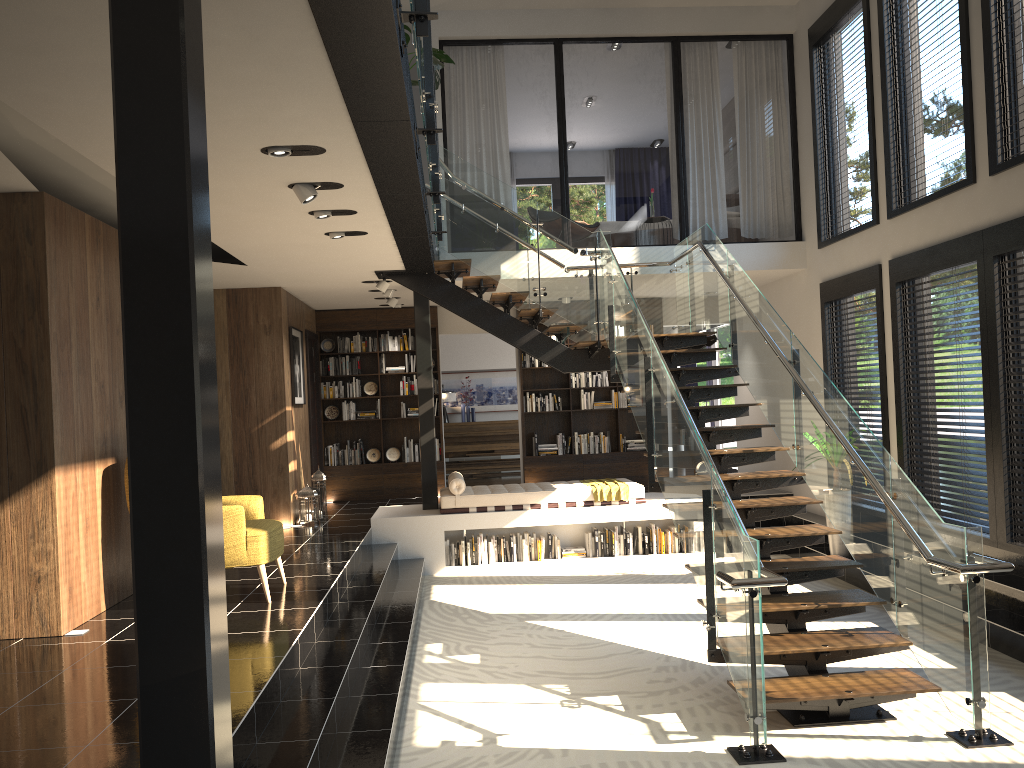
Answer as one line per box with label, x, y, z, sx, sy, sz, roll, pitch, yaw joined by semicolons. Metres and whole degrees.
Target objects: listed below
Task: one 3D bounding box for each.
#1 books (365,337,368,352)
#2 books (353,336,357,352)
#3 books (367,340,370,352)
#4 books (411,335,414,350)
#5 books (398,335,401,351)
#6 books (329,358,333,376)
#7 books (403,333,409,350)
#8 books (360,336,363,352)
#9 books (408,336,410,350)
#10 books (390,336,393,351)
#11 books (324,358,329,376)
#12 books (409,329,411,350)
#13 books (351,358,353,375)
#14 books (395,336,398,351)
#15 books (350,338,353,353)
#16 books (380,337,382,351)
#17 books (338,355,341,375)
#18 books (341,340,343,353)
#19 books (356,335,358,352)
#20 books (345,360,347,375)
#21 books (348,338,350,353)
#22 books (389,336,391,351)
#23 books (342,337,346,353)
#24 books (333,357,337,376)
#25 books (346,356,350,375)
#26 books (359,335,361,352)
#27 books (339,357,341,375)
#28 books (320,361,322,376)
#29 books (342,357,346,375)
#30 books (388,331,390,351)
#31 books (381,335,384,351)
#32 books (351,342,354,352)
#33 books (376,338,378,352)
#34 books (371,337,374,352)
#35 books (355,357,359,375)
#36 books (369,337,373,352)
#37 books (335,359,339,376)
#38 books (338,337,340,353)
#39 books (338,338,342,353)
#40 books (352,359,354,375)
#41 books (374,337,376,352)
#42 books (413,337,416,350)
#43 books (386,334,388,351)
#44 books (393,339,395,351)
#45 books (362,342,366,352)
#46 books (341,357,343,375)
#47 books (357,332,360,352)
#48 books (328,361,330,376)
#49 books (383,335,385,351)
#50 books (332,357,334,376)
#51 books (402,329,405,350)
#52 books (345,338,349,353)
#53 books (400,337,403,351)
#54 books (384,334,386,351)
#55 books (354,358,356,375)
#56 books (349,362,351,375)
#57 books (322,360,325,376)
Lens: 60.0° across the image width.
books;-2.059;-0.556;12.577;0.030;0.217;0.165;-3;-1;-4
books;-2.209;-0.556;12.533;0.039;0.230;0.205;-3;-1;-4
books;-2.026;-0.535;12.545;0.029;0.172;0.187;-3;-1;-4
books;-1.417;-0.583;12.644;0.037;0.218;0.144;-3;-1;-4
books;-1.602;-0.577;12.621;0.042;0.223;0.163;-3;-1;-4
books;-2.540;-0.240;12.510;0.035;0.255;0.183;-3;-1;-4
books;-1.505;-0.594;12.625;0.064;0.247;0.209;-2;-1;-4
books;-2.123;-0.562;12.561;0.020;0.235;0.206;-3;-1;-4
books;-1.461;-0.571;12.616;0.021;0.197;0.200;-3;-1;-4
books;-1.703;-0.566;12.607;0.027;0.207;0.203;-3;-1;-4
books;-2.617;-0.236;12.531;0.066;0.255;0.127;-2;0;-4
books;-1.442;-0.625;12.581;0.017;0.302;0.266;-3;-1;-4
books;-2.258;-0.245;12.551;0.028;0.240;0.148;-3;-1;-4
books;-1.639;-0.571;12.602;0.034;0.211;0.206;-3;-1;-4
books;-2.279;-0.539;12.574;0.025;0.203;0.156;-3;-1;-4
books;-1.849;-0.558;12.566;0.021;0.204;0.224;-3;-1;-4
books;-2.429;-0.261;12.529;0.015;0.287;0.154;-3;0;-4
books;-2.399;-0.523;12.556;0.020;0.180;0.153;-3;-1;-4
books;-2.176;-0.562;12.523;0.025;0.239;0.220;-3;-1;-4
books;-2.339;-0.231;12.536;0.024;0.220;0.123;-3;-1;-4
books;-2.297;-0.543;12.556;0.014;0.212;0.184;-3;-1;-4
books;-1.725;-0.569;12.588;0.019;0.216;0.214;-3;-1;-4
books;-2.375;-0.545;12.537;0.026;0.222;0.202;-3;-1;-4
books;-2.488;-0.245;12.514;0.027;0.260;0.181;-3;-1;-4
books;-2.312;-0.259;12.523;0.033;0.273;0.189;-3;-1;-4
books;-2.143;-0.566;12.549;0.020;0.245;0.228;-3;-1;-4
books;-2.412;-0.246;12.527;0.018;0.256;0.172;-3;-1;-4
books;-2.683;-0.214;12.526;0.023;0.215;0.148;-3;-1;-4
books;-2.368;-0.247;12.537;0.032;0.255;0.160;-3;-1;-4
books;-1.738;-0.600;12.537;0.011;0.276;0.287;-3;-1;-4
books;-1.824;-0.575;12.580;0.033;0.237;0.231;-3;-1;-4
books;-2.245;-0.517;12.548;0.035;0.156;0.186;-3;-1;-4
books;-1.913;-0.550;12.584;0.024;0.194;0.182;-3;-1;-4
books;-1.967;-0.558;12.561;0.039;0.212;0.172;-3;-1;-4
books;-2.194;-0.259;12.553;0.025;0.263;0.147;-3;-1;-4
books;-2.000;-0.556;12.566;0.027;0.212;0.180;-3;-1;-4
books;-2.454;-0.238;12.497;0.039;0.243;0.179;-3;-1;-4
books;-2.441;-0.548;12.545;0.017;0.234;0.200;-3;-1;-4
books;-2.418;-0.540;12.509;0.024;0.216;0.210;-3;-1;-4
books;-2.236;-0.241;12.540;0.014;0.230;0.172;-3;-1;-4
books;-1.935;-0.554;12.549;0.023;0.202;0.201;-3;-1;-4
books;-1.383;-0.569;12.620;0.027;0.186;0.220;-3;-1;-4
books;-1.763;-0.580;12.580;0.035;0.241;0.208;-3;-1;-4
books;-1.672;-0.549;12.605;0.034;0.171;0.158;-3;-1;-4
books;-2.093;-0.520;12.584;0.040;0.149;0.126;-2;-1;-4
books;-2.392;-0.252;12.510;0.019;0.264;0.175;-3;-1;-4
books;-2.158;-0.583;12.523;0.012;0.278;0.228;-3;-1;-4
books;-2.569;-0.214;12.509;0.025;0.204;0.192;-3;-1;-4
books;-1.799;-0.574;12.562;0.014;0.231;0.280;-3;-1;-4
books;-2.512;-0.248;12.508;0.022;0.267;0.198;-3;-1;-4
books;-1.544;-0.621;12.580;0.015;0.303;0.252;-3;-1;-4
books;-2.333;-0.544;12.547;0.059;0.216;0.159;-2;-1;-4
books;-1.566;-0.563;12.621;0.029;0.190;0.177;-3;-1;-4
books;-1.786;-0.579;12.558;0.013;0.239;0.255;-3;-1;-4
books;-2.217;-0.248;12.546;0.024;0.242;0.144;-3;-1;-4
books;-2.281;-0.218;12.513;0.025;0.188;0.181;-3;-1;-4
books;-2.659;-0.223;12.509;0.023;0.231;0.143;-3;-1;-4
